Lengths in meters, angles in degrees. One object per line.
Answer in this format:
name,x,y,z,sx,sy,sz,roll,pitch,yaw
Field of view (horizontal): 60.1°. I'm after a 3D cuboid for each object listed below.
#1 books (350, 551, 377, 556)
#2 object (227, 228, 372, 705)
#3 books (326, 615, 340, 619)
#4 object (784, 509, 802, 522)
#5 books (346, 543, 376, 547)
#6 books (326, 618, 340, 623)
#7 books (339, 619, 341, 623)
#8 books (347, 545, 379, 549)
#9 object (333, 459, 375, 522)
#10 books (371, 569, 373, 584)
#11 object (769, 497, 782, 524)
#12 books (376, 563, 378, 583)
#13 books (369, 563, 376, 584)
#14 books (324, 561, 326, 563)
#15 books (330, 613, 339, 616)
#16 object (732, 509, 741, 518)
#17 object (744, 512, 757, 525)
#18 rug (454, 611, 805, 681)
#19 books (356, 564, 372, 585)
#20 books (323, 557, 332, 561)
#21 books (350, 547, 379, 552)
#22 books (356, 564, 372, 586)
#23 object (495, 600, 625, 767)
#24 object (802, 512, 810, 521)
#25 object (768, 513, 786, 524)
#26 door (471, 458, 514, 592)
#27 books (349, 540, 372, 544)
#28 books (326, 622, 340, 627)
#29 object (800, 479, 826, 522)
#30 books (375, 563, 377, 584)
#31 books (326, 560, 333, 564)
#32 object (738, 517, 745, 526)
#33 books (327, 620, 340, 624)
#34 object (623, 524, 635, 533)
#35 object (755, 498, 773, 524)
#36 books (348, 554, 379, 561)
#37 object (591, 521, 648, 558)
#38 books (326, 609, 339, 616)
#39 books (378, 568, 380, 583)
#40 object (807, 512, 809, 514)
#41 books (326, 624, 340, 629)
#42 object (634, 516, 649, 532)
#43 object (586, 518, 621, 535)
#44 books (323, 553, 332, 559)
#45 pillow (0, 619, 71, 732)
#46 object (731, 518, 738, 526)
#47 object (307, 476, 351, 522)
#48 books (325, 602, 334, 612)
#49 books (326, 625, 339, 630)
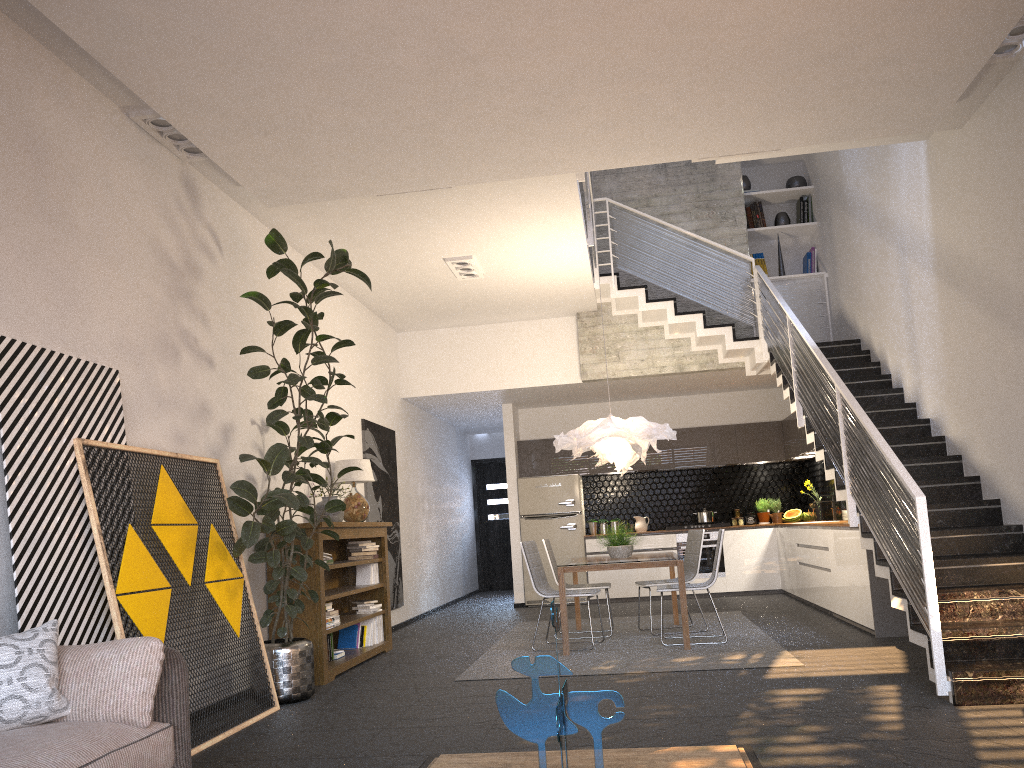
books,0.318,-1.587,10.122,5.400,6.666,0.362,3,-9,-42
object,-1.444,0.511,6.031,0.907,3.179,2.026,-2,-7,-15
books,-1.477,1.785,6.747,0.219,0.013,0.307,-6,-10,12
object,3.694,1.733,11.643,0.237,0.173,0.218,-10,-10,36
books,-1.386,1.476,8.129,0.175,0.023,0.244,3,-12,-37
books,-1.471,1.807,6.742,0.219,0.007,0.306,-5,-10,11
books,-1.503,1.893,7.003,0.243,0.034,0.181,-5,-9,9
books,-1.371,1.500,8.143,0.244,0.019,0.175,-10,-11,32
object,-1.451,0.994,8.136,0.389,0.578,0.392,-1,-8,-24
books,-1.325,1.745,8.057,0.120,0.158,0.016,-5,-6,7
object,3.533,1.678,11.871,0.170,0.377,0.184,-10,-10,44
books,-1.308,1.752,8.194,0.136,0.187,0.018,-5,-6,7
books,-1.316,1.733,8.074,0.136,0.187,0.018,-5,-6,7
books,-1.588,1.374,6.797,0.252,0.011,0.321,1,-10,-26
books,-1.523,1.843,7.016,0.243,0.023,0.176,-6,-10,14
object,3.038,1.752,11.990,0.083,0.112,0.083,-2,-8,-13
object,3.218,1.818,11.962,0.141,0.173,0.142,-5,-8,7
rug,1.014,2.253,7.834,2.372,0.006,3.710,-5,-9,7
books,-1.344,1.729,8.040,0.136,0.187,0.018,-5,-6,7
books,-1.538,1.382,6.976,0.166,0.023,0.229,-6,-10,11
books,-1.362,1.523,8.143,0.179,0.029,0.226,4,-12,-40
books,-1.335,1.721,7.982,0.135,0.181,0.078,-5,-7,7
object,1.386,-0.538,6.594,0.366,4.444,8.954,-6,-9,18
object,3.913,1.745,11.657,0.224,0.126,0.149,4,-11,-42
object,3.519,1.780,11.749,0.210,0.139,0.124,-11,-11,41
door,-0.092,2.427,15.370,1.108,2.301,0.161,-5,-6,7
books,-1.396,1.454,8.132,0.205,0.022,0.156,-2,-9,-8
books,-1.469,1.834,6.730,0.219,0.013,0.307,-6,-10,12
object,3.842,1.473,11.216,0.258,0.539,0.428,-8,-9,31
books,-1.314,1.744,8.140,0.135,0.188,0.015,-5,-6,7
books,-1.540,1.413,6.982,0.180,0.034,0.244,-5,-9,10
object,3.099,1.859,11.979,0.083,0.112,0.083,-6,-8,17
books,-1.475,1.820,6.742,0.219,0.006,0.306,-6,-10,12
object,1.608,1.989,12.178,0.160,0.110,0.078,-6,-8,12
object,3.397,1.705,11.906,0.245,0.352,0.235,-5,-7,11
books,-1.353,1.580,8.072,0.230,0.034,0.288,-4,-9,-1
object,0.948,1.391,7.936,0.531,0.365,0.672,-4,-9,2
books,-1.514,1.817,7.022,0.225,0.029,0.180,-5,-9,10
books,-1.303,1.756,8.218,0.135,0.188,0.031,-5,-6,7
object,3.953,1.774,11.828,0.132,0.118,0.204,-8,-10,27
books,-1.469,1.849,6.728,0.219,0.007,0.307,-6,-10,12
object,1.775,1.919,12.128,0.190,0.214,0.172,-7,-8,20
object,1.267,1.958,12.188,0.482,0.219,0.173,-4,-8,4
books,-1.598,1.324,6.830,0.324,0.108,0.273,-12,-12,41
pillow,-1.658,0.831,2.101,0.619,0.340,1.905,-5,-9,7
object,3.013,1.867,11.994,0.083,0.112,0.083,-5,-7,7
object,-1.552,0.984,7.519,0.385,0.410,0.277,-2,-8,-15
books,-1.535,1.769,7.023,0.217,0.069,0.159,-6,-9,17
books,-1.468,1.857,6.729,0.218,0.008,0.306,-5,-9,7
